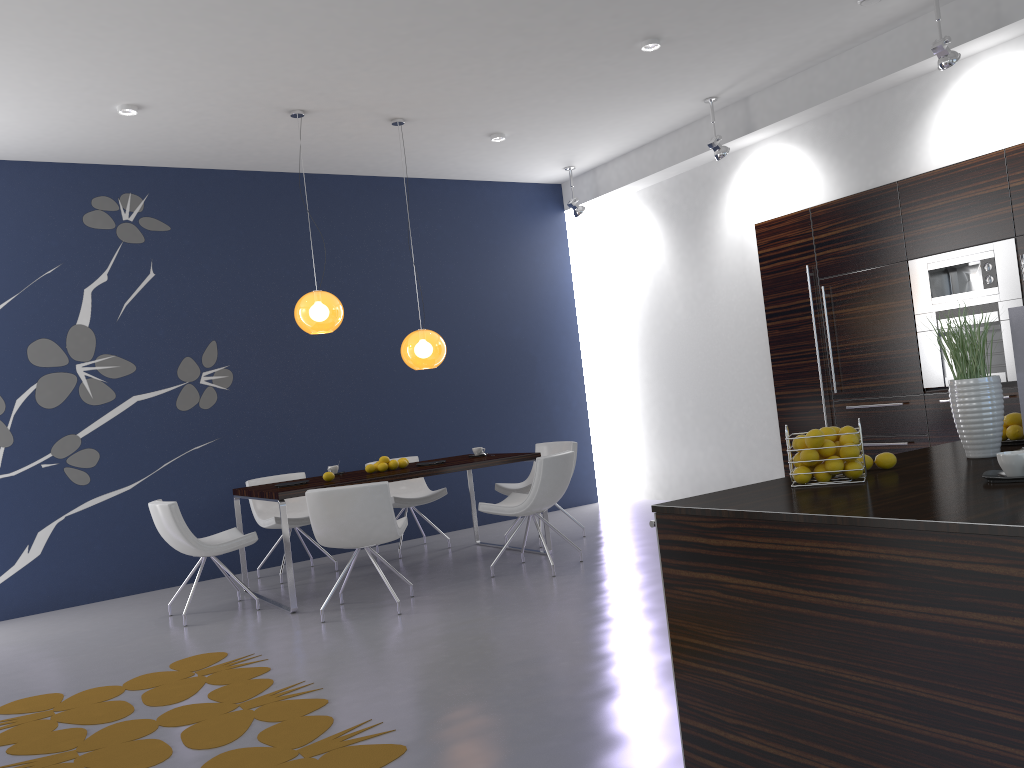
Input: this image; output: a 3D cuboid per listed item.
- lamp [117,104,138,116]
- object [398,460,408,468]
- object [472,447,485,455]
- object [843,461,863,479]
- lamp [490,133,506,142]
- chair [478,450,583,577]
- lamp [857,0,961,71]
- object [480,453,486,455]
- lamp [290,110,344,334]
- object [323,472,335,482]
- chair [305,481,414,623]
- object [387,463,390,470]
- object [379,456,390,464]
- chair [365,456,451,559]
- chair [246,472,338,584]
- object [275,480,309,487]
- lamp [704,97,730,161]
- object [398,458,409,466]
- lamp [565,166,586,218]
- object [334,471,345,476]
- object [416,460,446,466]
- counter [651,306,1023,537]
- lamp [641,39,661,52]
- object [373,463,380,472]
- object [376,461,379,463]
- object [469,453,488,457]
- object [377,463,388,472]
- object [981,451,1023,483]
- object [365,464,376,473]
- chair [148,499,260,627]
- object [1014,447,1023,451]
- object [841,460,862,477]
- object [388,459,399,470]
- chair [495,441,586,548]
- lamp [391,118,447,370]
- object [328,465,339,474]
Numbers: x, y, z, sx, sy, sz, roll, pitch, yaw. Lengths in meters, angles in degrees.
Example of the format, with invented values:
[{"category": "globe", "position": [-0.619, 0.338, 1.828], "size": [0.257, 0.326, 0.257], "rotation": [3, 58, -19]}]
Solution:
[{"category": "lamp", "position": [-2.642, -1.882, 6.091], "size": [0.132, 0.035, 0.132], "rotation": [-6, -1, -32]}, {"category": "object", "position": [-0.836, 0.609, 6.755], "size": [0.083, 0.068, 0.070], "rotation": [-6, -1, -29]}, {"category": "object", "position": [-0.269, 0.548, 7.203], "size": [0.101, 0.064, 0.081], "rotation": [-6, -1, -6]}, {"category": "object", "position": [0.969, 0.244, 2.517], "size": [0.053, 0.053, 0.061], "rotation": [-7, -1, 13]}, {"category": "lamp", "position": [-0.120, -2.138, 7.695], "size": [0.132, 0.035, 0.132], "rotation": [-7, -1, 15]}, {"category": "chair", "position": [0.157, 0.902, 6.240], "size": [0.620, 0.805, 0.508], "rotation": [-7, -1, 28]}, {"category": "lamp", "position": [2.553, -2.247, 5.697], "size": [0.605, 0.511, 0.171], "rotation": [-7, -1, 0]}, {"category": "object", "position": [-0.200, 0.563, 7.118], "size": [0.155, 0.028, 0.032], "rotation": [-8, -2, 39]}, {"category": "lamp", "position": [-1.496, -1.193, 6.539], "size": [0.358, 1.645, 0.359], "rotation": [-6, -1, -22]}, {"category": "object", "position": [-1.286, 0.650, 6.225], "size": [0.083, 0.068, 0.070], "rotation": [-6, -1, -29]}, {"category": "chair", "position": [-0.941, 1.014, 5.553], "size": [0.508, 0.805, 0.620], "rotation": [-7, -1, 3]}, {"category": "object", "position": [-0.944, 0.620, 6.743], "size": [0.069, 0.071, 0.081], "rotation": [-7, -1, 35]}, {"category": "object", "position": [-0.961, 0.576, 6.680], "size": [0.083, 0.068, 0.070], "rotation": [-6, -1, -29]}, {"category": "chair", "position": [-0.920, 1.057, 7.762], "size": [0.508, 0.805, 0.620], "rotation": [-6, -1, -32]}, {"category": "chair", "position": [-1.794, 1.146, 7.206], "size": [0.508, 0.805, 0.620], "rotation": [-6, -1, -37]}, {"category": "object", "position": [-1.557, 0.709, 6.274], "size": [0.232, 0.020, 0.232], "rotation": [-6, -1, -4]}, {"category": "lamp", "position": [1.702, -2.114, 7.383], "size": [0.185, 0.511, 0.150], "rotation": [-6, -1, -32]}, {"category": "object", "position": [-0.841, 0.608, 6.840], "size": [0.094, 0.077, 0.079], "rotation": [-7, -1, 31]}, {"category": "lamp", "position": [0.644, -1.957, 9.072], "size": [0.185, 0.511, 0.150], "rotation": [-6, -1, -32]}, {"category": "object", "position": [-1.383, 0.701, 6.892], "size": [0.154, 0.020, 0.154], "rotation": [-7, -1, 13]}, {"category": "object", "position": [-0.623, 0.613, 6.830], "size": [0.232, 0.020, 0.232], "rotation": [-6, -1, -4]}, {"category": "counter", "position": [2.144, 0.353, 2.834], "size": [3.291, 1.300, 1.302], "rotation": [-6, -1, -32]}, {"category": "lamp", "position": [0.939, -2.295, 6.006], "size": [0.132, 0.035, 0.132], "rotation": [-7, -1, 11]}, {"category": "object", "position": [-1.013, 0.629, 6.698], "size": [0.083, 0.068, 0.070], "rotation": [-7, -1, 26]}, {"category": "object", "position": [-1.012, 0.626, 6.787], "size": [0.079, 0.077, 0.094], "rotation": [-7, -1, 11]}, {"category": "object", "position": [-0.275, 0.581, 7.202], "size": [0.154, 0.020, 0.154], "rotation": [-7, -1, 14]}, {"category": "object", "position": [-0.967, 0.622, 6.627], "size": [0.083, 0.068, 0.070], "rotation": [-7, -1, 26]}, {"category": "object", "position": [1.256, 0.205, 2.213], "size": [0.153, 0.069, 0.153], "rotation": [-7, -1, 31]}, {"category": "object", "position": [-1.055, 0.632, 6.621], "size": [0.083, 0.068, 0.070], "rotation": [-6, -1, -29]}, {"category": "chair", "position": [-2.086, 1.154, 6.007], "size": [0.620, 0.805, 0.508], "rotation": [-6, -1, -32]}, {"category": "object", "position": [1.651, 0.094, 2.390], "size": [0.646, 0.147, 0.269], "rotation": [-6, -1, -7]}, {"category": "object", "position": [0.986, 0.245, 2.575], "size": [0.061, 0.053, 0.053], "rotation": [-7, -1, 10]}, {"category": "object", "position": [-0.893, 0.609, 6.678], "size": [0.076, 0.080, 0.094], "rotation": [-6, -1, -31]}, {"category": "chair", "position": [0.253, 0.917, 7.496], "size": [0.620, 0.805, 0.508], "rotation": [-6, -1, -37]}, {"category": "lamp", "position": [-0.789, -1.099, 6.976], "size": [0.359, 1.974, 0.358], "rotation": [-6, -1, -27]}, {"category": "object", "position": [-1.386, 0.670, 6.883], "size": [0.081, 0.064, 0.101], "rotation": [-6, -1, -8]}]
